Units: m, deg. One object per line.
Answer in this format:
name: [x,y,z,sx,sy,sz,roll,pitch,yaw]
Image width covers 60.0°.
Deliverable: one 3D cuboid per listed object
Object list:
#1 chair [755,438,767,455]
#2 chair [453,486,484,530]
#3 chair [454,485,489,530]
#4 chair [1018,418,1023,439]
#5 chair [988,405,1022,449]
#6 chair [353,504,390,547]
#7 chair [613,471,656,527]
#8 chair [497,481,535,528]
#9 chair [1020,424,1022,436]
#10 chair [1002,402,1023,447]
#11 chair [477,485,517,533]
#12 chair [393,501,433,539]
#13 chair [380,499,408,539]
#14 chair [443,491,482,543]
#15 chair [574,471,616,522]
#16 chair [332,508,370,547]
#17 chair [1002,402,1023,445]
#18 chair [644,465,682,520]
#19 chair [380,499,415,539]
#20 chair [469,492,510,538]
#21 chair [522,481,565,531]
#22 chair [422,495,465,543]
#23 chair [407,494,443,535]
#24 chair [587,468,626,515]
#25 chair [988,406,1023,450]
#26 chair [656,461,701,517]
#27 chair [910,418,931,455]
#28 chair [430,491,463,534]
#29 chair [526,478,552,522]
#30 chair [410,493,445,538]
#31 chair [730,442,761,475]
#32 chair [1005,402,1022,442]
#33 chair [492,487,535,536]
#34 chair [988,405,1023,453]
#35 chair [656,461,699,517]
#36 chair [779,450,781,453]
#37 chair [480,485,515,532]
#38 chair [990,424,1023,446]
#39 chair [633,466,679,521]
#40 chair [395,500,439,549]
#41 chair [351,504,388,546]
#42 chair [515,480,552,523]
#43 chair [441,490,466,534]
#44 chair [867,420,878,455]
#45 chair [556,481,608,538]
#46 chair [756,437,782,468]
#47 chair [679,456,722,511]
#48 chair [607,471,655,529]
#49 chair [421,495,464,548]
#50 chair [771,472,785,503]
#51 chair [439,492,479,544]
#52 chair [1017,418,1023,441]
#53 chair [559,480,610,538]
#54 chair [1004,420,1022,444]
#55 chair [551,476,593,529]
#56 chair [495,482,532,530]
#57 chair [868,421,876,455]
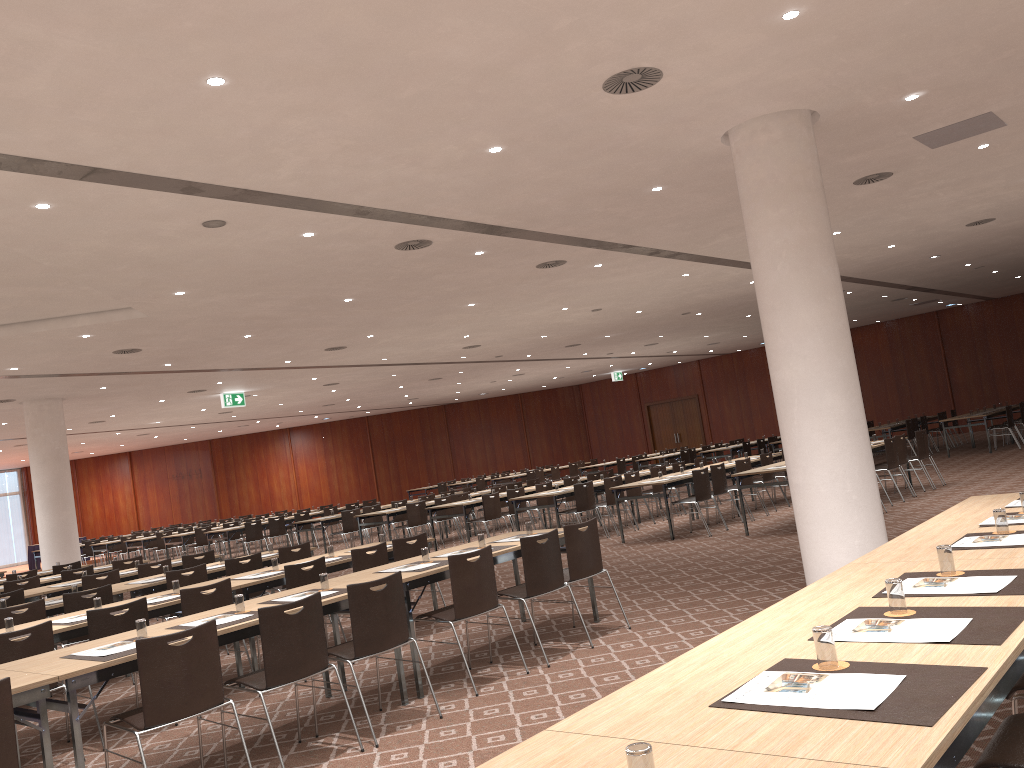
chair: [6.549,1.938,23.612,0.614,0.939,0.535,-12,-5,43]
chair: [-1.036,2.879,20.650,0.614,0.939,0.535,-12,-5,42]
chair: [-0.995,2.877,20.700,0.614,0.939,0.535,-12,-5,38]
chair: [12.553,0.843,21.434,0.614,0.939,0.535,-12,-5,40]
chair: [10.939,0.960,19.729,0.614,0.939,0.535,-12,-5,37]
chair: [-2.950,3.008,18.503,0.614,0.939,0.535,-12,-5,37]
chair: [1.986,1.988,15.165,0.614,0.939,0.535,-12,-5,43]
chair: [0.017,2.590,19.016,0.614,0.939,0.535,-12,-5,40]
chair: [12.917,0.828,21.965,0.614,0.939,0.535,-12,-5,38]
chair: [11.507,0.909,20.198,0.614,0.939,0.535,-12,-5,41]
chair: [-0.362,2.600,18.391,0.614,0.939,0.535,-12,-5,37]
chair: [-1.873,2.704,16.719,0.614,0.939,0.535,-12,-5,43]
chair: [-2.453,2.968,18.977,0.614,0.939,0.535,-12,-5,38]
chair: [-1.036,2.656,17.773,0.614,0.939,0.535,-12,-5,37]
chair: [1.595,2.241,17.647,0.614,0.939,0.535,-12,-5,42]
chair: [-3.291,3.021,17.987,0.614,0.939,0.535,-12,-5,40]
chair: [11.475,0.911,20.160,0.614,0.939,0.535,-12,-5,37]
chair: [2.585,1.956,15.938,0.614,0.939,0.535,-12,-5,39]
chair: [-2.465,2.969,18.963,0.614,0.939,0.535,-12,-5,40]
chair: [-0.424,2.376,15.375,0.614,0.939,0.535,-12,-5,41]
chair: [0.544,2.307,16.405,0.614,0.939,0.535,-12,-5,43]
chair: [-1.381,2.664,17.187,0.614,0.939,0.535,-12,-5,43]
chair: [-1.981,2.953,19.713,0.614,0.939,0.535,-12,-5,39]
chair: [1.883,2.236,18.165,0.614,0.939,0.535,-12,-5,43]
chair: [10.663,0.962,19.201,0.614,0.939,0.535,-12,-5,42]
chair: [3.015,1.924,16.381,0.614,0.939,0.535,-12,-5,40]
chair: [9.482,1.289,21.071,0.614,0.939,0.535,-12,-5,38]
chair: [-1.516,2.918,20.196,0.614,0.939,0.535,-12,-5,38]
chair: [0.401,2.561,19.406,0.614,0.939,0.535,-12,-5,41]
chair: [-1.924,2.949,19.780,0.614,0.939,0.535,-12,-5,43]
chair: [6.016,1.980,23.089,0.614,0.939,0.535,-12,-5,39]
chair: [11.997,0.894,20.986,0.614,0.939,0.535,-12,-5,42]
chair: [0.003,2.355,15.944,0.614,0.939,0.535,-12,-5,43]
chair: [10.617,0.965,19.147,0.614,0.939,0.535,-12,-5,41]
chair: [2.995,1.925,16.357,0.614,0.939,0.535,-12,-5,40]
chair: [7.568,1.866,24.714,0.614,0.939,0.535,-12,-5,42]
chair: [-0.313,2.597,18.449,0.614,0.939,0.535,-12,-5,38]
chair: [10.984,0.957,19.782,0.614,0.939,0.535,-12,-5,43]
chair: [2.512,1.960,15.852,0.614,0.939,0.535,-12,-5,39]
chair: [-1.841,2.702,16.757,0.614,0.939,0.535,-12,-5,41]
chair: [-2.993,3.011,18.452,0.614,0.939,0.535,-12,-5,38]
chair: [0.404,2.561,19.409,0.614,0.939,0.535,-12,-5,40]
chair: [-1.515,2.918,20.198,0.614,0.939,0.535,-12,-5,41]
chair: [9.814,1.505,24.520,0.614,0.939,0.535,-12,-5,40]
chair: [1.063,2.051,14.140,0.614,0.939,0.535,-12,-5,43]
chair: [6.943,1.906,23.976,0.614,0.939,0.535,-12,-5,42]
chair: [3.519,1.883,16.863,0.614,0.939,0.535,-12,-5,38]
chair: [1.975,1.989,15.152,0.614,0.939,0.535,-12,-5,39]
chair: [-1.396,2.665,17.169,0.614,0.939,0.535,-12,-5,40]
chair: [4.880,1.570,15.527,0.614,0.939,0.535,-12,-5,40]
chair: [-1.102,2.661,17.695,0.614,0.939,0.535,-12,-5,42]
chair: [12.504,0.846,21.376,0.614,0.939,0.535,-12,-5,38]
chair: [1.102,2.049,14.187,0.614,0.939,0.535,-12,-5,42]
chair: [11.996,0.894,20.985,0.614,0.939,0.535,-12,-5,37]
chair: [1.119,2.279,17.198,0.614,0.939,0.535,-12,-5,41]
chair: [-0.028,2.593,18.964,0.614,0.939,0.535,-12,-5,39]
chair: [9.563,1.504,24.014,0.614,0.939,0.535,-12,-5,39]
